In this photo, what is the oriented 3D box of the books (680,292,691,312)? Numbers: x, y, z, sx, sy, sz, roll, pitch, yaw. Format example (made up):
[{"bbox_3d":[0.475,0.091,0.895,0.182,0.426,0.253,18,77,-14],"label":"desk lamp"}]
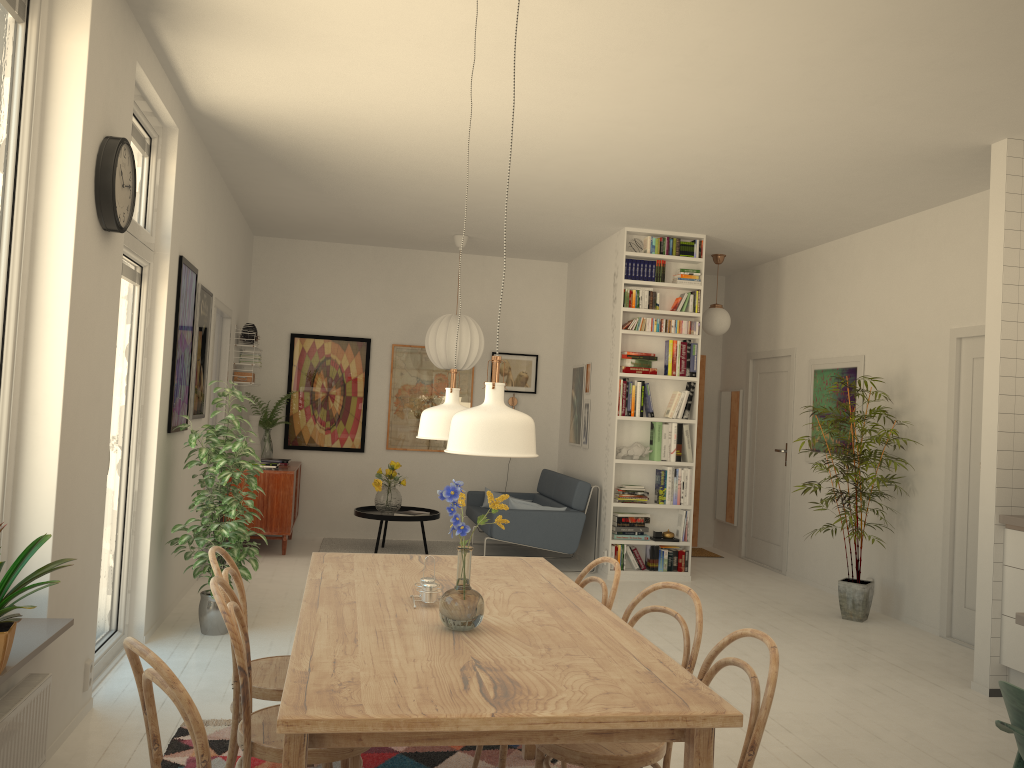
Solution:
[{"bbox_3d":[1.446,-0.683,7.541,0.065,0.168,0.228,3,-2,-11],"label":"books"}]

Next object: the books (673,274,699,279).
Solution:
[{"bbox_3d":[1.460,-0.900,7.550,0.173,0.030,0.199,4,-2,-21],"label":"books"}]

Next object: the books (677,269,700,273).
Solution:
[{"bbox_3d":[1.488,-0.947,7.551,0.169,0.032,0.188,3,-2,-6],"label":"books"}]

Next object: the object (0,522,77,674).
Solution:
[{"bbox_3d":[-1.442,0.587,2.495,0.417,0.425,0.487,3,-2,-4],"label":"object"}]

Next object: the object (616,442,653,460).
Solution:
[{"bbox_3d":[1.016,0.555,7.387,0.311,0.150,0.137,3,-2,-3],"label":"object"}]

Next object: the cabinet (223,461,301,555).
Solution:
[{"bbox_3d":[-2.221,1.091,7.958,0.546,0.727,1.262,3,-2,-11],"label":"cabinet"}]

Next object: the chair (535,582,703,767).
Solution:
[{"bbox_3d":[0.298,1.005,2.597,0.483,0.811,0.385,4,-2,-28],"label":"chair"}]

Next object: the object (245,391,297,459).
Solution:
[{"bbox_3d":[-2.296,0.392,8.415,0.476,0.686,0.398,3,-2,-9],"label":"object"}]

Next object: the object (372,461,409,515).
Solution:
[{"bbox_3d":[-1.105,0.922,7.914,0.291,0.471,0.361,2,-2,28],"label":"object"}]

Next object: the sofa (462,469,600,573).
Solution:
[{"bbox_3d":[0.122,1.198,8.103,0.964,0.773,1.602,3,-2,-11],"label":"sofa"}]

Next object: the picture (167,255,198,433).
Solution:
[{"bbox_3d":[-1.937,-0.219,5.232,0.018,0.999,0.545,3,-2,-11],"label":"picture"}]

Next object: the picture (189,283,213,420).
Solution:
[{"bbox_3d":[-2.064,-0.203,5.903,0.020,0.869,0.525,3,-2,-11],"label":"picture"}]

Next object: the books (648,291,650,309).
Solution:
[{"bbox_3d":[1.125,-0.696,7.466,0.013,0.159,0.176,3,-2,-11],"label":"books"}]

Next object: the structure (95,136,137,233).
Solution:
[{"bbox_3d":[-1.549,-0.781,3.485,0.074,0.371,0.371,3,-2,-11],"label":"structure"}]

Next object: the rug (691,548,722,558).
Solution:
[{"bbox_3d":[1.575,1.688,8.911,0.941,0.002,0.553,3,-2,-11],"label":"rug"}]

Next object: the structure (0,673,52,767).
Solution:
[{"bbox_3d":[-1.432,1.045,2.312,0.113,0.279,1.028,3,-2,-11],"label":"structure"}]

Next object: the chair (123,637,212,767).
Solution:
[{"bbox_3d":[-0.605,0.935,1.922,0.483,0.811,0.385,5,-3,-38],"label":"chair"}]

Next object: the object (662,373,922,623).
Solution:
[{"bbox_3d":[2.115,0.793,6.724,0.778,1.712,2.088,4,-2,-30],"label":"object"}]

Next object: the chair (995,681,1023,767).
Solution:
[{"bbox_3d":[1.362,1.089,2.004,0.446,0.752,0.485,3,-2,-11],"label":"chair"}]

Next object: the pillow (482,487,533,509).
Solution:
[{"bbox_3d":[-0.047,1.161,8.714,0.539,0.277,0.157,3,-2,-9],"label":"pillow"}]

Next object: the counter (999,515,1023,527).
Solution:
[{"bbox_3d":[2.138,0.658,2.046,2.856,0.163,4.843,3,-2,-11],"label":"counter"}]

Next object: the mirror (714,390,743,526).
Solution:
[{"bbox_3d":[2.232,0.746,9.156,0.029,1.371,0.500,3,-2,-11],"label":"mirror"}]

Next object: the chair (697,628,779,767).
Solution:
[{"bbox_3d":[0.360,0.992,2.090,0.483,0.811,0.385,3,-2,-8],"label":"chair"}]

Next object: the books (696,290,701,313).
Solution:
[{"bbox_3d":[1.555,-0.692,7.559,0.022,0.199,0.212,3,-2,-11],"label":"books"}]

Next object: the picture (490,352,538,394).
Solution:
[{"bbox_3d":[0.022,-0.112,9.074,0.481,0.402,0.015,3,-2,-11],"label":"picture"}]

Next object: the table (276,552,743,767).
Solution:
[{"bbox_3d":[-0.168,1.016,2.535,0.894,0.749,1.797,3,-2,-11],"label":"table"}]

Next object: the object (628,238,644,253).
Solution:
[{"bbox_3d":[1.036,-1.154,7.419,0.131,0.131,0.131,4,-2,-15],"label":"object"}]

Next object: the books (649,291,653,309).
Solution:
[{"bbox_3d":[1.139,-0.692,7.488,0.024,0.155,0.206,3,-2,-11],"label":"books"}]

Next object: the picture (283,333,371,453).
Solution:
[{"bbox_3d":[-1.812,0.092,8.721,0.778,1.134,0.018,3,-2,-11],"label":"picture"}]

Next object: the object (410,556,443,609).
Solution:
[{"bbox_3d":[-0.241,0.570,2.586,0.095,0.138,0.155,3,-2,-10],"label":"object"}]

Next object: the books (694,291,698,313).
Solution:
[{"bbox_3d":[1.535,-0.687,7.557,0.014,0.188,0.218,3,-2,-11],"label":"books"}]

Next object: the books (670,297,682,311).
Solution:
[{"bbox_3d":[1.374,-0.667,7.552,0.073,0.129,0.200,3,-2,-11],"label":"books"}]

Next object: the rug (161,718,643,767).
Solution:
[{"bbox_3d":[-0.207,1.378,2.291,1.748,0.035,3.024,3,-2,-11],"label":"rug"}]

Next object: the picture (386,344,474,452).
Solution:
[{"bbox_3d":[-0.812,0.151,8.911,0.838,1.053,0.012,3,-2,-11],"label":"picture"}]

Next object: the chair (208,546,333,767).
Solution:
[{"bbox_3d":[-0.785,0.957,2.966,0.483,0.811,0.385,3,-2,-8],"label":"chair"}]

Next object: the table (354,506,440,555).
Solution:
[{"bbox_3d":[-1.030,1.319,7.887,0.761,0.386,0.760,3,-2,5],"label":"table"}]

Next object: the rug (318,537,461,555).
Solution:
[{"bbox_3d":[-1.039,1.509,7.837,1.304,0.012,1.660,3,-2,-9],"label":"rug"}]

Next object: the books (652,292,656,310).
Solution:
[{"bbox_3d":[1.168,-0.690,7.460,0.023,0.153,0.176,3,-2,-11],"label":"books"}]

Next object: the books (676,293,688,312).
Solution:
[{"bbox_3d":[1.410,-0.682,7.547,0.092,0.165,0.222,3,-2,-11],"label":"books"}]

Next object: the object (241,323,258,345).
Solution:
[{"bbox_3d":[-2.294,-0.434,7.748,0.139,0.200,0.139,2,-2,34],"label":"object"}]

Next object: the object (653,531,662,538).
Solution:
[{"bbox_3d":[1.215,1.257,7.404,0.058,0.055,0.058,3,-2,-11],"label":"object"}]

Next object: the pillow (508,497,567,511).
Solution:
[{"bbox_3d":[0.186,1.126,7.460,0.533,0.354,0.141,3,-2,-11],"label":"pillow"}]

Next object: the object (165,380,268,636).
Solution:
[{"bbox_3d":[-1.650,0.683,4.998,0.569,1.424,0.513,2,-2,32],"label":"object"}]

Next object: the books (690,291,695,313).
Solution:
[{"bbox_3d":[1.514,-0.688,7.567,0.022,0.187,0.186,3,-2,-11],"label":"books"}]

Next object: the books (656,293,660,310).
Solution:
[{"bbox_3d":[1.202,-0.683,7.486,0.020,0.145,0.189,3,-2,-11],"label":"books"}]

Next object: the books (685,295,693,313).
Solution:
[{"bbox_3d":[1.489,-0.672,7.544,0.030,0.153,0.199,3,-2,-11],"label":"books"}]

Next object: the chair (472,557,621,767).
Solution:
[{"bbox_3d":[0.114,1.009,3.074,0.483,0.811,0.385,4,-2,-13],"label":"chair"}]

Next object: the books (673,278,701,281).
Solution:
[{"bbox_3d":[1.470,-0.875,7.552,0.200,0.018,0.208,3,-2,-11],"label":"books"}]

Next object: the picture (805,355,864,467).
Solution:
[{"bbox_3d":[2.630,0.222,7.264,0.012,0.877,0.822,3,-2,-11],"label":"picture"}]

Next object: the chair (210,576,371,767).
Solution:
[{"bbox_3d":[-0.619,0.952,2.487,0.483,0.811,0.385,4,-2,-13],"label":"chair"}]

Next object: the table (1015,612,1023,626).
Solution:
[{"bbox_3d":[1.848,1.052,1.735,0.794,0.864,1.423,3,-2,-11],"label":"table"}]

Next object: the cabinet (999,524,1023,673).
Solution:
[{"bbox_3d":[2.161,0.261,2.061,2.853,2.160,4.843,3,-2,-11],"label":"cabinet"}]

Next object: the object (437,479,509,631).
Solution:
[{"bbox_3d":[-0.126,0.442,2.312,0.206,0.389,0.144,1,-3,41],"label":"object"}]

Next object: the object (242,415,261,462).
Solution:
[{"bbox_3d":[-2.270,0.495,7.766,0.160,0.445,0.158,2,-2,29],"label":"object"}]
